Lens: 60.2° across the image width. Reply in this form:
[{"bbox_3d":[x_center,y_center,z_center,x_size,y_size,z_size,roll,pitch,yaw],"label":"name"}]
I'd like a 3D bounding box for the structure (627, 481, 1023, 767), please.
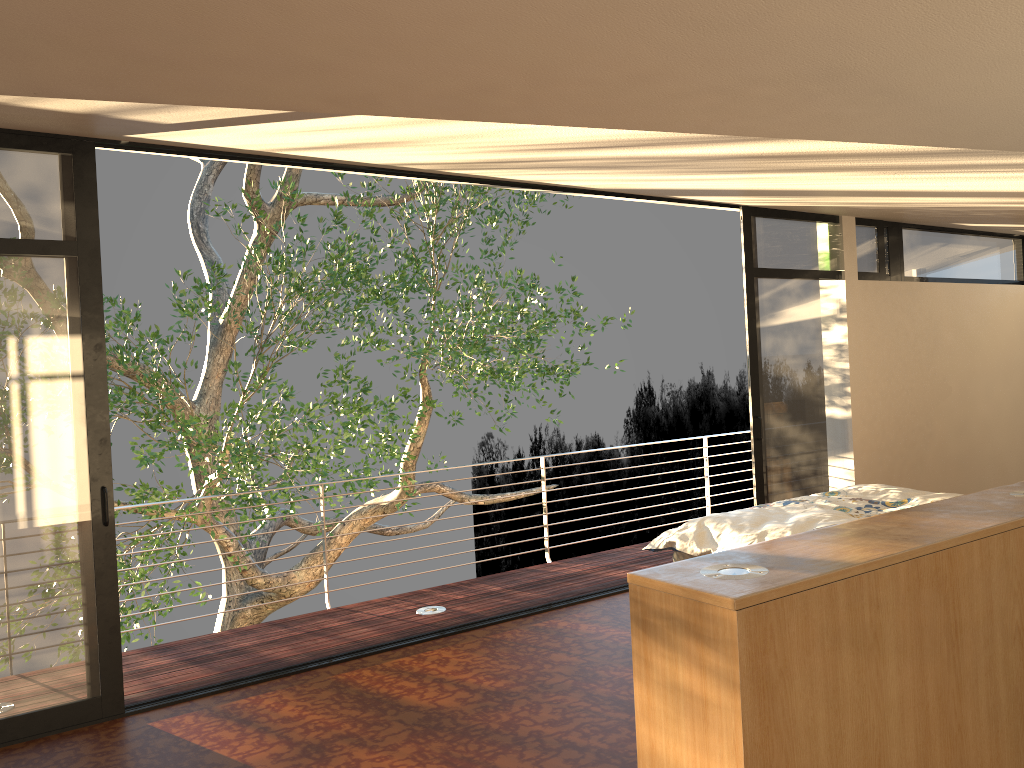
[{"bbox_3d":[2.796,0.735,3.468,5.991,0.974,0.298,-3,1,-35],"label":"structure"}]

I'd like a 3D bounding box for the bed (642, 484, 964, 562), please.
[{"bbox_3d":[2.033,0.888,4.382,1.890,0.712,2.082,-3,1,-34],"label":"bed"}]

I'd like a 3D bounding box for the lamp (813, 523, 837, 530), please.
[{"bbox_3d":[1.079,0.820,2.777,0.168,0.730,0.252,-3,0,-34],"label":"lamp"}]

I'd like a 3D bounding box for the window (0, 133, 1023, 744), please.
[{"bbox_3d":[2.698,-0.023,3.038,10.668,2.513,6.612,-3,1,-35],"label":"window"}]
